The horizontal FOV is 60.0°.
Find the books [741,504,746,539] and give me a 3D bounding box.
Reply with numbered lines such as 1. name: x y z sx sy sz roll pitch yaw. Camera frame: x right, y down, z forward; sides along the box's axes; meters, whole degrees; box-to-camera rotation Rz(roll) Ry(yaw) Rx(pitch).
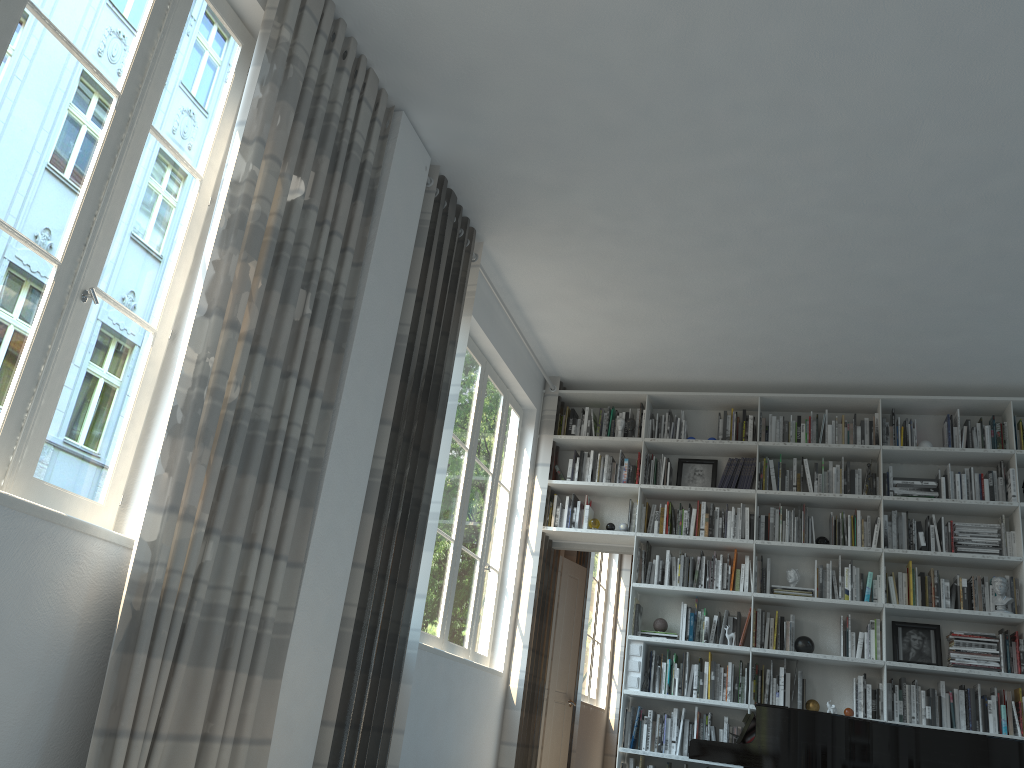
1. books: 1.698 1.043 6.498 0.022 0.288 0.170 1 -22 18

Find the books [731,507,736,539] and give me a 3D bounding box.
1. books: 1.627 1.052 6.510 0.022 0.262 0.175 1 -22 18

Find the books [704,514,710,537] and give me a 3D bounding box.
1. books: 1.444 1.076 6.544 0.029 0.194 0.192 1 -22 18

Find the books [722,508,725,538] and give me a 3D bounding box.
1. books: 1.566 1.061 6.551 0.035 0.259 0.131 1 -22 18

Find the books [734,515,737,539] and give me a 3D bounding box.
1. books: 1.643 1.083 6.506 0.013 0.205 0.173 1 -22 18

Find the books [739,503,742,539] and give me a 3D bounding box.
1. books: 1.679 1.037 6.492 0.012 0.289 0.183 1 -22 18

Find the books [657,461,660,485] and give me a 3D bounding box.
1. books: 1.131 0.725 6.801 0.018 0.218 0.187 1 -22 18

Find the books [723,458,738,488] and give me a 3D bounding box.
1. books: 1.641 0.711 6.660 0.110 0.278 0.175 1 -22 18

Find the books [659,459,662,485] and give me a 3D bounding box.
1. books: 1.147 0.718 6.811 0.019 0.243 0.154 1 -22 18

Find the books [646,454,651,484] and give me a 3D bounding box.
1. books: 1.052 0.699 6.852 0.006 0.286 0.149 1 -22 18

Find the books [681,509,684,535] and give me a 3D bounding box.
1. books: 1.282 1.067 6.624 0.011 0.228 0.171 1 -22 18

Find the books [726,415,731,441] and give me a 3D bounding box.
1. books: 1.661 0.384 6.793 0.028 0.248 0.156 1 -22 18

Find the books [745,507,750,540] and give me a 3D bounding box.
1. books: 1.723 1.054 6.482 0.035 0.262 0.178 1 -22 18

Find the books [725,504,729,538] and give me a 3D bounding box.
1. books: 1.584 1.045 6.532 0.012 0.279 0.189 1 -22 18

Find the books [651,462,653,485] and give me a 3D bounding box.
1. books: 1.085 0.724 6.808 0.004 0.213 0.187 1 -22 18

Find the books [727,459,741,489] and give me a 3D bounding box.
1. books: 1.667 0.718 6.669 0.110 0.278 0.175 1 -22 18

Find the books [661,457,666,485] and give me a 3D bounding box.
1. books: 1.169 0.708 6.796 0.023 0.257 0.184 1 -22 18

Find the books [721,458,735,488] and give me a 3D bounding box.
1. books: 1.624 0.718 6.683 0.110 0.278 0.175 1 -22 18

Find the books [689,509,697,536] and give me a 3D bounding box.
1. books: 1.353 1.065 6.605 0.047 0.237 0.163 1 -22 18

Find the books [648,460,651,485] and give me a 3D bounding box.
1. books: 1.070 0.722 6.841 0.005 0.237 0.154 1 -22 18

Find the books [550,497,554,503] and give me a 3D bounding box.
1. books: 0.290 1.026 6.930 0.011 0.271 0.189 1 -22 18

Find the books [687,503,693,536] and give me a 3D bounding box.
1. books: 1.325 1.047 6.617 0.014 0.271 0.181 1 -22 18

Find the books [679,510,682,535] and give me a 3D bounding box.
1. books: 1.267 1.069 6.620 0.014 0.217 0.165 1 -22 18

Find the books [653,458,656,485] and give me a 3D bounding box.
1. books: 1.109 0.717 6.829 0.010 0.248 0.166 1 -22 18

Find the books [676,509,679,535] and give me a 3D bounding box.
1. books: 1.248 1.070 6.644 0.012 0.229 0.150 1 -22 18

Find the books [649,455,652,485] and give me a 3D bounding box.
1. books: 1.078 0.704 6.845 0.005 0.276 0.147 1 -22 18

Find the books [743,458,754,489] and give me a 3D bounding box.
1. books: 1.771 0.715 6.638 0.078 0.284 0.175 1 -22 18

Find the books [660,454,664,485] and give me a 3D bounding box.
1. books: 1.160 0.701 6.813 0.005 0.280 0.191 1 -22 18

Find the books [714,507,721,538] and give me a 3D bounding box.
1. books: 1.520 1.059 6.562 0.029 0.259 0.158 1 -22 18

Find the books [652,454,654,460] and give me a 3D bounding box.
1. books: 1.084 0.700 6.848 0.006 0.287 0.144 1 -22 18

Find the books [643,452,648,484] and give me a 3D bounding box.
1. books: 1.037 0.691 6.848 0.005 0.291 0.184 1 -22 18

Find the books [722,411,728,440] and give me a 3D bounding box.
1. books: 1.639 0.370 6.807 0.024 0.278 0.188 1 -22 18

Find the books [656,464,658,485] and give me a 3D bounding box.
1. books: 1.126 0.741 6.836 0.012 0.213 0.132 1 -22 18

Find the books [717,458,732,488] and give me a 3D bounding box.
1. books: 1.600 0.714 6.682 0.110 0.278 0.175 1 -22 18

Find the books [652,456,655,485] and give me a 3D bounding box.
1. books: 1.098 0.709 6.826 0.009 0.259 0.184 1 -22 18

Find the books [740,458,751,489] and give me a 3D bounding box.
1. books: 1.751 0.716 6.649 0.078 0.284 0.175 1 -22 18

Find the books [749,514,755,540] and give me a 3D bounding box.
1. books: 1.747 1.073 6.438 0.039 0.201 0.237 1 -22 18

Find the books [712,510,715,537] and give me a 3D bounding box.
1. books: 1.495 1.066 6.551 0.013 0.231 0.172 1 -22 18

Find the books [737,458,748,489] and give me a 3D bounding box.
1. books: 1.728 0.714 6.652 0.078 0.284 0.175 1 -22 18

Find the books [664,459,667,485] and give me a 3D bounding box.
1. books: 1.187 0.715 6.797 0.011 0.249 0.168 1 -22 18

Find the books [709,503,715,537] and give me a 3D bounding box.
1. books: 1.483 1.046 6.576 0.025 0.285 0.162 1 -22 18

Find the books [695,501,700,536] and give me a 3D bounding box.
1. books: 1.387 1.036 6.610 0.014 0.302 0.152 1 -22 18

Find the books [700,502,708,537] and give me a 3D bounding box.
1. books: 1.423 1.036 6.573 0.030 0.284 0.186 1 -22 18

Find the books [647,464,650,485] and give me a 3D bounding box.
1. books: 1.059 0.738 6.837 0.015 0.206 0.173 1 -22 18

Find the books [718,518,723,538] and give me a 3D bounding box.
1. books: 1.539 1.093 6.540 0.022 0.185 0.137 1 -22 18

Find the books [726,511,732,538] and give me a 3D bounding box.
1. books: 1.599 1.067 6.513 0.030 0.230 0.173 1 -22 18

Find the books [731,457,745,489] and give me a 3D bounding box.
1. books: 1.690 0.709 6.643 0.097 0.281 0.175 1 -22 18

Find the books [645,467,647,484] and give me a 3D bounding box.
1. books: 1.048 0.732 6.865 0.006 0.232 0.136 1 -22 18

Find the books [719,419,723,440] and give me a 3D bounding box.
1. books: 1.611 0.399 6.809 0.028 0.217 0.153 1 -22 18

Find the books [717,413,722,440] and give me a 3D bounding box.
1. books: 1.599 0.377 6.836 0.013 0.276 0.151 1 -22 18

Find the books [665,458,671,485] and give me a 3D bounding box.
1. books: 1.198 0.713 6.794 0.012 0.253 0.167 1 -22 18

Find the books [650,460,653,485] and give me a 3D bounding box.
1. books: 1.083 0.722 6.821 0.009 0.227 0.185 1 -22 18

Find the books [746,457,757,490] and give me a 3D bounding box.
1. books: 1.789 0.709 6.619 0.078 0.284 0.175 1 -22 18

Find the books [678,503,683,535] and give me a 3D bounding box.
1. books: 1.261 1.047 6.645 0.012 0.276 0.151 1 -22 18

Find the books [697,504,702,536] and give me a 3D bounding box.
1. books: 1.398 1.044 6.583 0.023 0.270 0.187 1 -22 18

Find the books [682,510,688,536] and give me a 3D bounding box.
1. books: 1.299 1.070 6.609 0.031 0.216 0.173 1 -22 18

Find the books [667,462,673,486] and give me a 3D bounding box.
1. books: 1.205 0.728 6.775 0.012 0.213 0.186 1 -22 18

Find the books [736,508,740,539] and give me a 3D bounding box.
1. books: 1.668 1.060 6.519 0.024 0.265 0.155 1 -22 18

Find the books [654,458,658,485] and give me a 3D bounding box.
1. books: 1.110 0.711 6.808 0.004 0.245 0.189 1 -22 18
